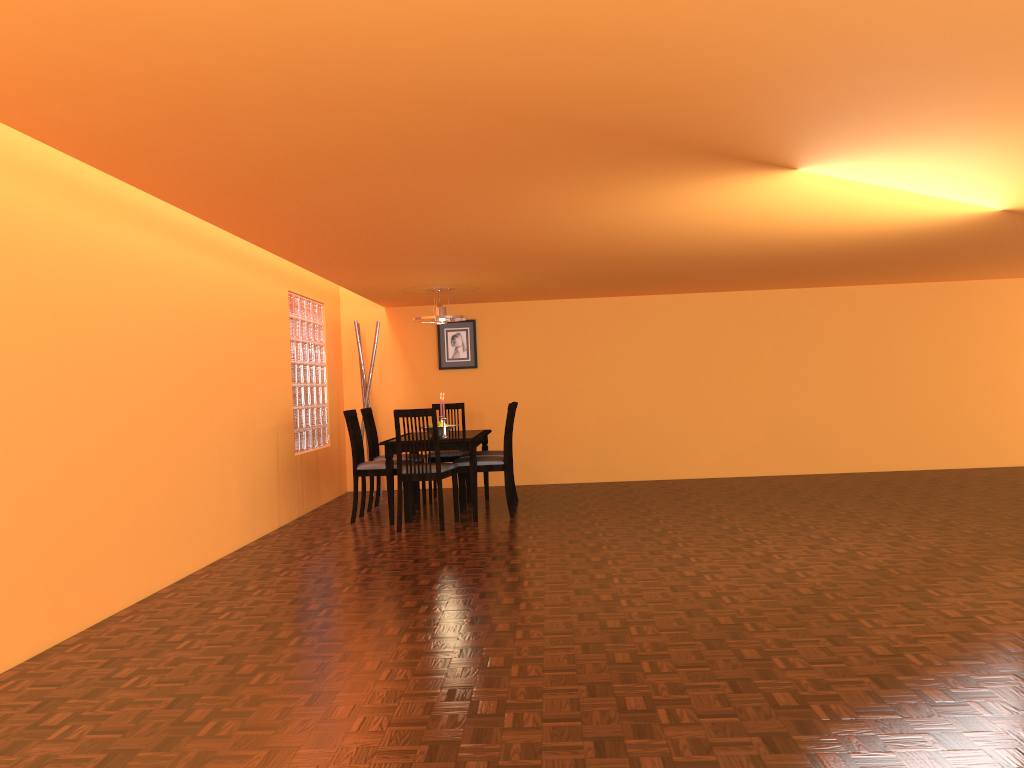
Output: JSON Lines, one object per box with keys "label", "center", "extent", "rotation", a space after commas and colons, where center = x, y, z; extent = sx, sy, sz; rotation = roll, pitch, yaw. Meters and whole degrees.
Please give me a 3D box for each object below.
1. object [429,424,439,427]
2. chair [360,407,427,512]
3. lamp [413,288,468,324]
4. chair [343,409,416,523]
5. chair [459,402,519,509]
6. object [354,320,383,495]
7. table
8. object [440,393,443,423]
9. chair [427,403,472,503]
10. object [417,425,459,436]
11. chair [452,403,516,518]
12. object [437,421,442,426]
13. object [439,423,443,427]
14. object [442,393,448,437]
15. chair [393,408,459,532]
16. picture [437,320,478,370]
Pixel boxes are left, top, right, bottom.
{"label": "object", "center": [-0.588, 0.337, 6.626], "extent": [0.089, 0.076, 0.087], "rotation": [-2, 0, 9]}
{"label": "chair", "center": [-0.933, 0.584, 7.004], "extent": [0.465, 0.809, 0.373], "rotation": [-2, 0, 2]}
{"label": "lamp", "center": [-0.569, -0.613, 7.016], "extent": [0.435, 0.274, 0.435], "rotation": [-3, 0, 25]}
{"label": "chair", "center": [-0.956, 0.582, 6.428], "extent": [0.465, 0.809, 0.373], "rotation": [-2, 0, 2]}
{"label": "chair", "center": [-0.168, 0.551, 6.971], "extent": [0.465, 0.809, 0.373], "rotation": [-2, 0, 2]}
{"label": "object", "center": [-1.309, 0.218, 8.059], "extent": [0.308, 1.589, 0.226], "rotation": [-3, 0, 24]}
{"label": "table", "center": [-0.528, 0.678, 6.691], "extent": [0.697, 0.584, 1.259], "rotation": [-2, 0, 2]}
{"label": "object", "center": [-0.553, 0.225, 6.933], "extent": [0.044, 0.326, 0.044], "rotation": [-2, 0, -9]}
{"label": "chair", "center": [-0.522, 0.568, 7.431], "extent": [0.373, 0.809, 0.465], "rotation": [-2, 0, -3]}
{"label": "object", "center": [-0.556, 0.351, 6.652], "extent": [0.337, 0.072, 0.337], "rotation": [-2, 0, -31]}
{"label": "chair", "center": [-0.192, 0.550, 6.395], "extent": [0.465, 0.809, 0.373], "rotation": [-2, 0, 2]}
{"label": "object", "center": [-0.557, 0.316, 6.725], "extent": [0.069, 0.066, 0.069], "rotation": [-2, 0, 12]}
{"label": "object", "center": [-0.519, 0.314, 6.565], "extent": [0.046, 0.046, 0.055], "rotation": [-2, 0, -15]}
{"label": "object", "center": [-0.491, 0.220, 6.388], "extent": [0.044, 0.326, 0.044], "rotation": [-2, 0, -9]}
{"label": "chair", "center": [-0.590, 0.565, 5.970], "extent": [0.373, 0.809, 0.465], "rotation": [-2, 0, 7]}
{"label": "picture", "center": [-0.511, -0.366, 8.278], "extent": [0.361, 0.456, 0.014], "rotation": [-2, 0, 2]}
